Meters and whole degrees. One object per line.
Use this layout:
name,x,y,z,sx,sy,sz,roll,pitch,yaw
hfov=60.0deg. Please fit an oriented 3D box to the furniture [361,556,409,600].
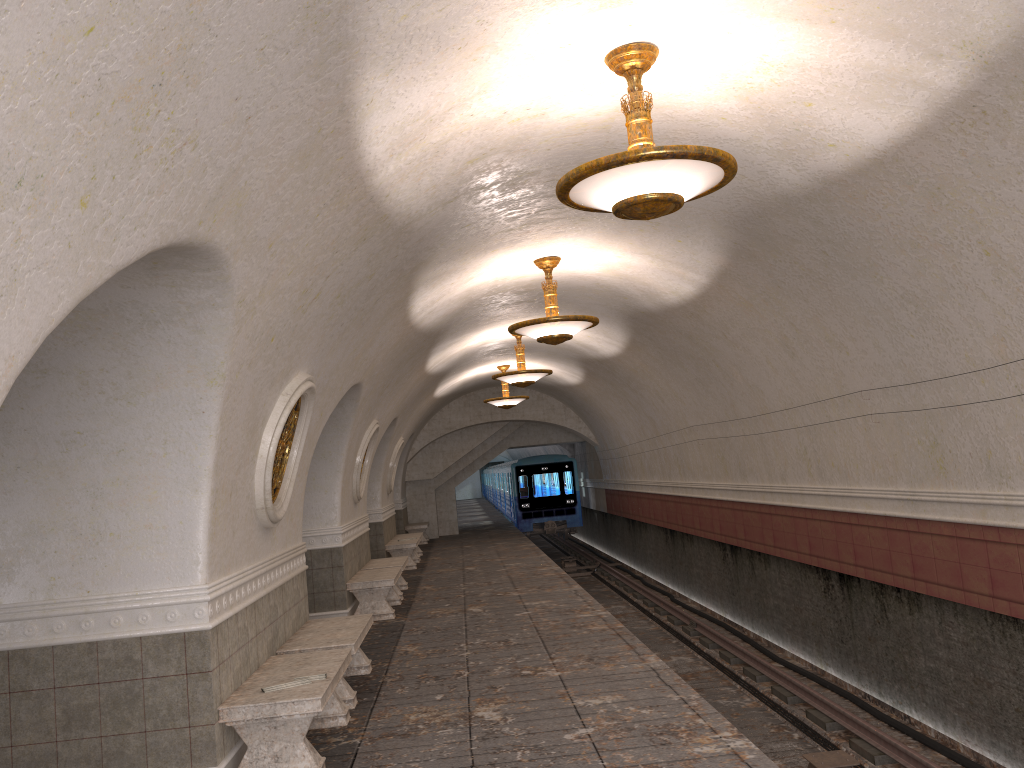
furniture,-1.919,2.992,13.616,0.613,0.508,1.509,-5,-6,-4

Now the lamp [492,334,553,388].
lamp,0.143,-0.408,14.580,1.008,0.955,1.008,-6,-6,12

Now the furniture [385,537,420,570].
furniture,-2.176,3.427,17.867,0.613,0.508,1.509,-5,-6,-4

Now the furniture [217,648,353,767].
furniture,-1.457,2.210,5.967,0.613,0.508,1.509,-5,-6,-4

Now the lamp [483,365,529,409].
lamp,-0.146,0.082,19.376,1.008,0.955,1.008,-10,-7,42

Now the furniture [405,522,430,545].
furniture,-2.553,4.067,24.126,0.613,0.508,1.509,-5,-6,-4

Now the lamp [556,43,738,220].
lamp,0.723,-1.389,4.990,1.008,0.955,1.008,-3,-6,-20

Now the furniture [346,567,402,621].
furniture,-1.818,2.821,11.946,0.613,0.508,1.509,-5,-6,-4

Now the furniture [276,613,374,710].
furniture,-1.558,2.381,7.637,0.613,0.508,1.509,-5,-6,-4

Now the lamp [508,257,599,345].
lamp,0.433,-0.899,9.786,1.008,0.955,1.008,-6,-6,12

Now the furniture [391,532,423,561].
furniture,-2.276,3.598,19.537,0.613,0.508,1.509,-5,-6,-4
